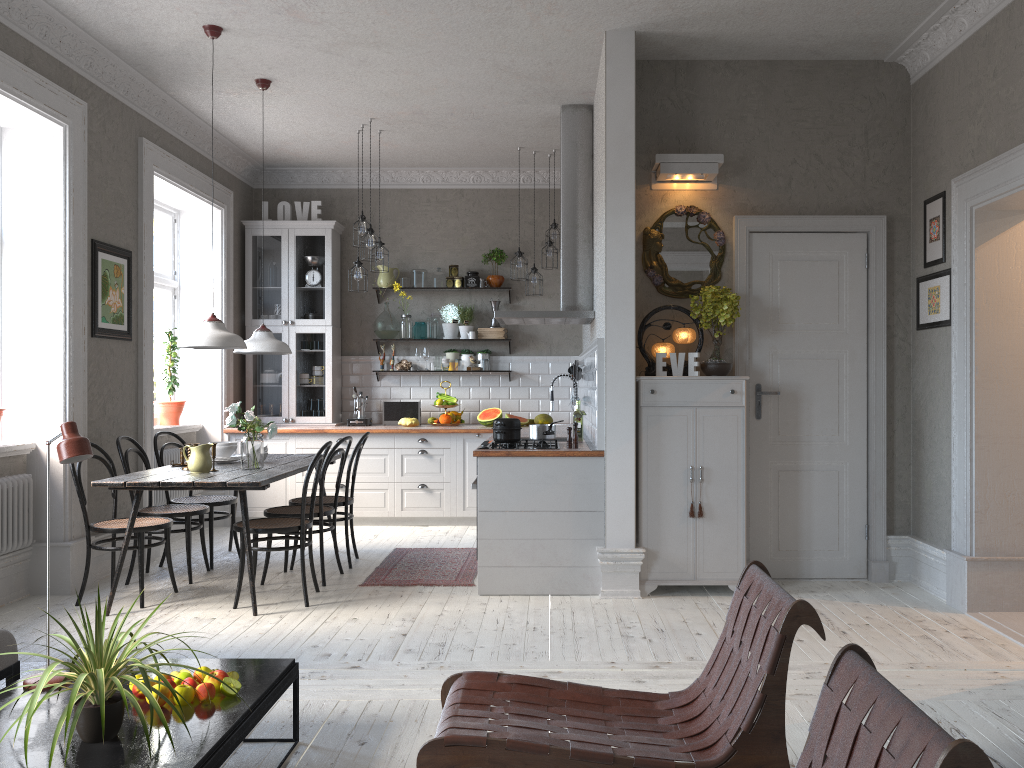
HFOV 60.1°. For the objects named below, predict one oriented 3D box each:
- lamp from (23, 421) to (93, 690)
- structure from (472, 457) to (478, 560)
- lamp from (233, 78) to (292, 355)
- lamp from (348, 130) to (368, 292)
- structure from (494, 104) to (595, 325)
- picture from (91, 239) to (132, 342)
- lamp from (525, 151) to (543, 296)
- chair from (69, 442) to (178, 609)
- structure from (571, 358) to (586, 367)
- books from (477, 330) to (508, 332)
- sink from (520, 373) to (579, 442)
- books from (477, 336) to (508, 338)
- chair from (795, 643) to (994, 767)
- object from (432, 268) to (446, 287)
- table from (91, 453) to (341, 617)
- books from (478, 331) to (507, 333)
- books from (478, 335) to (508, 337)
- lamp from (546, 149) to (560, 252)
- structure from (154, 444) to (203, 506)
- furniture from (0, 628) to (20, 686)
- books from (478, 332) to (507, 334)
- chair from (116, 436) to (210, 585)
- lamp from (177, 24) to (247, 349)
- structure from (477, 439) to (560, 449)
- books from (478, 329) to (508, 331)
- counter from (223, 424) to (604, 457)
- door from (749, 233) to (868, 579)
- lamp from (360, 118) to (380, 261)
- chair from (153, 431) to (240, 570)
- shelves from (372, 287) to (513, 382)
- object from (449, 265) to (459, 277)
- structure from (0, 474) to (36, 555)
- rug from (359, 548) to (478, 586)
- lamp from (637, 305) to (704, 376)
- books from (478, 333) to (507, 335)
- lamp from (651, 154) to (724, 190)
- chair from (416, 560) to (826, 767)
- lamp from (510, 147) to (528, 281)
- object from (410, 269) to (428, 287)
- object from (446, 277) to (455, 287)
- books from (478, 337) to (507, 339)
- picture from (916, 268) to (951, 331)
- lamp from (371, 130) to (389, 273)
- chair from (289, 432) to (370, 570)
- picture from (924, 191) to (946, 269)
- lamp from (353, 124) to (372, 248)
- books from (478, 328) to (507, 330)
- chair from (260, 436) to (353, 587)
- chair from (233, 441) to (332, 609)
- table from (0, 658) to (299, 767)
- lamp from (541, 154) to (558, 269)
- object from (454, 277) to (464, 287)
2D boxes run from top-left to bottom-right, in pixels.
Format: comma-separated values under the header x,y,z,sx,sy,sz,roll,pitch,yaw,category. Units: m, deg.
x,y,z,sx,sy,sz,roll,pitch,yaw,category
-1.436,0.536,2.795,0.246,0.839,0.141,0,0,36,lamp
0.077,0.739,5.589,0.618,0.623,0.622,0,0,1,structure
-1.690,-1.132,6.014,0.377,1.858,0.382,0,0,9,lamp
-1.247,-1.617,7.183,0.149,1.735,0.144,0,0,-32,lamp
0.245,-1.265,6.638,0.712,1.595,0.712,0,0,1,structure
-2.620,-0.601,5.818,0.020,0.619,0.521,0,0,2,picture
0.197,-1.651,7.832,0.149,1.735,0.144,0,0,-27,lamp
-2.252,0.791,5.130,0.546,0.920,0.440,0,0,9,chair
0.560,-0.174,7.500,0.094,0.053,1.086,0,0,2,structure
-0.186,-0.507,8.494,0.258,0.016,0.159,0,0,13,books
0.221,0.283,6.240,0.528,0.720,0.486,0,0,1,sink
-0.186,-0.453,8.494,0.258,0.016,0.159,0,0,13,books
0.247,0.891,1.564,1.017,0.721,0.507,0,0,0,chair
-0.705,-1.016,8.563,0.143,0.220,0.137,0,0,-39,object
-1.749,0.884,5.664,0.904,0.735,1.921,0,0,2,table
-0.186,-0.496,8.494,0.260,0.011,0.158,0,0,7,books
-0.186,-0.464,8.494,0.259,0.016,0.159,0,0,10,books
0.372,-2.031,7.767,0.149,1.735,0.144,0,0,-27,lamp
-2.737,0.731,7.094,0.149,0.428,1.222,0,0,0,structure
-1.960,1.006,2.560,0.583,0.476,0.828,0,0,2,furniture
-0.186,-0.486,8.494,0.260,0.011,0.158,0,0,4,books
-2.231,0.791,5.686,0.550,0.920,0.437,0,0,-2,chair
-1.730,-1.132,5.120,0.371,1.858,0.387,0,0,39,lamp
0.051,0.375,5.594,0.496,0.031,0.606,0,0,1,structure
-0.186,-0.518,8.494,0.259,0.016,0.159,0,0,10,books
-0.961,0.408,6.892,3.160,0.039,3.392,0,0,1,counter
1.873,0.137,5.590,0.751,2.183,0.080,0,0,0,door
-1.098,-1.827,6.866,0.150,1.735,0.143,0,0,-42,lamp
-2.192,0.791,6.172,0.544,0.920,0.442,0,0,14,chair
-0.657,-0.453,8.487,1.316,0.923,0.228,0,0,0,shelves
-0.556,-1.075,8.449,0.084,0.113,0.081,0,0,-19,object
-2.846,0.731,4.560,0.149,0.428,1.222,0,0,0,structure
-0.558,1.241,6.081,0.736,0.014,1.290,0,0,2,rug
0.974,-0.208,5.458,0.447,0.558,0.173,0,0,8,lamp
-0.186,-0.474,8.494,0.260,0.011,0.158,0,0,7,books
1.087,-1.317,5.506,0.416,0.171,0.219,0,0,1,lamp
0.284,0.891,2.421,1.017,0.721,0.507,0,0,0,chair
0.062,-1.773,7.698,0.144,1.735,0.149,0,0,33,lamp
-0.888,-0.999,8.469,0.168,0.184,0.176,0,0,40,object
-0.589,-0.964,8.462,0.083,0.113,0.083,0,0,1,object
-0.186,-0.442,8.494,0.260,0.011,0.158,0,0,7,books
2.514,-0.497,5.274,0.014,0.331,0.489,0,0,2,picture
-1.072,-1.776,7.179,0.148,1.735,0.145,0,0,-12,lamp
-1.262,0.791,6.132,0.550,0.920,0.437,0,0,-2,chair
2.514,-0.912,5.271,0.012,0.416,0.282,0,0,2,picture
-1.187,-1.957,7.024,0.148,1.735,0.145,0,0,-12,lamp
-0.186,-0.528,8.494,0.260,0.011,0.158,0,0,7,books
-1.302,0.791,5.648,0.546,0.920,0.440,0,0,9,chair
-1.321,0.791,5.114,0.550,0.920,0.437,0,0,-2,chair
-1.195,1.104,2.433,0.849,0.303,1.311,0,0,2,table
0.337,-1.903,7.937,0.143,1.735,0.150,0,0,43,lamp
-0.502,-0.964,8.458,0.082,0.113,0.083,0,0,11,object
